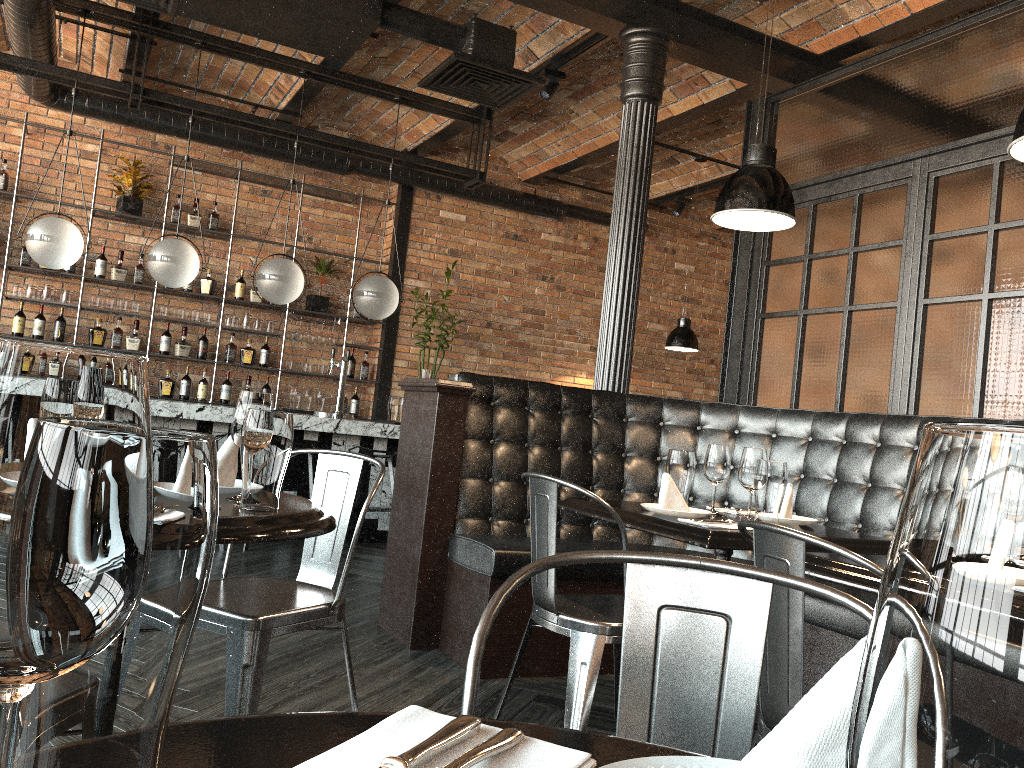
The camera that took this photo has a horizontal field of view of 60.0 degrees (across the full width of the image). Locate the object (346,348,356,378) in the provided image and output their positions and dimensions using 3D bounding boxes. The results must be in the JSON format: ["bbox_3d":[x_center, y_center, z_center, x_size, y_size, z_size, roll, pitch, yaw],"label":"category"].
[{"bbox_3d":[-1.546,-0.199,8.524,0.086,0.299,0.086,5,-3,22],"label":"object"}]

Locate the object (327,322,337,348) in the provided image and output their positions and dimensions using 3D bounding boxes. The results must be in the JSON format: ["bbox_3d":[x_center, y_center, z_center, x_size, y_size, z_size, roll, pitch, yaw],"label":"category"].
[{"bbox_3d":[-1.689,-0.458,8.344,0.092,0.244,0.092,6,-3,13],"label":"object"}]

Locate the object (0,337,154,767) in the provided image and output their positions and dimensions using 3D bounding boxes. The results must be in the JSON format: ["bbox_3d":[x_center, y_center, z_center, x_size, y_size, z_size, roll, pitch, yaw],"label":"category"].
[{"bbox_3d":[-0.198,0.106,0.353,0.092,0.244,0.092,5,-3,27],"label":"object"}]

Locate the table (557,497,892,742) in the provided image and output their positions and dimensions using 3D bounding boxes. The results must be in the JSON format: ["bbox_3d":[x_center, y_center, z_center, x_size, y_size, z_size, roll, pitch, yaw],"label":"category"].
[{"bbox_3d":[0.685,0.829,2.979,0.872,0.758,0.872,8,-3,-26],"label":"table"}]

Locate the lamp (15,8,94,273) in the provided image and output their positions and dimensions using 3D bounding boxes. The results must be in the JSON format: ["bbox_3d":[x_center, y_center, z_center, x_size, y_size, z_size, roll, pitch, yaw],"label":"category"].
[{"bbox_3d":[-2.909,-1.598,5.819,0.340,1.754,0.340,5,-3,19],"label":"lamp"}]

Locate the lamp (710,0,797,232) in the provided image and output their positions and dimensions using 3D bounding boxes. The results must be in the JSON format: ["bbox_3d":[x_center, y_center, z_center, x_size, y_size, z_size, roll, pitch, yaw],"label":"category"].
[{"bbox_3d":[0.925,-1.382,3.108,0.291,1.653,0.291,5,-3,18],"label":"lamp"}]

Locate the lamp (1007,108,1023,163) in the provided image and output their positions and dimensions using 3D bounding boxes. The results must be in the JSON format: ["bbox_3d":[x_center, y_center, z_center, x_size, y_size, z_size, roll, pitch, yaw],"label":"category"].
[{"bbox_3d":[1.419,-1.373,2.122,0.291,1.653,0.291,5,-3,18],"label":"lamp"}]

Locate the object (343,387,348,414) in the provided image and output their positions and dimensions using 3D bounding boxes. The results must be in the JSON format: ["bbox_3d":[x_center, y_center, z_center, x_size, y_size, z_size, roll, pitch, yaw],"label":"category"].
[{"bbox_3d":[-1.621,0.166,8.486,0.083,0.282,0.083,9,-4,-41],"label":"object"}]

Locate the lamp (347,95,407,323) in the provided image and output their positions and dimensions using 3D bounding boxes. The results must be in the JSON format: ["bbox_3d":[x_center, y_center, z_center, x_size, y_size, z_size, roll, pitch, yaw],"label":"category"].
[{"bbox_3d":[-0.959,-1.340,6.799,0.340,1.754,0.340,5,-3,19],"label":"lamp"}]

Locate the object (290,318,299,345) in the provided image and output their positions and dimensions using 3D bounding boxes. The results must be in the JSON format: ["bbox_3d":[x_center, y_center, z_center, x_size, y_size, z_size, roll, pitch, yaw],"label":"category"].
[{"bbox_3d":[-2.040,-0.496,8.352,0.092,0.244,0.092,6,-3,13],"label":"object"}]

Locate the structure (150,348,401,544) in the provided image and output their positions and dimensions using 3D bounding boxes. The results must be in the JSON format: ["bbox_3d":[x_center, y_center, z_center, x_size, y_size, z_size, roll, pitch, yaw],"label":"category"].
[{"bbox_3d":[-2.638,0.298,6.659,5.346,1.430,1.930,8,-3,-26],"label":"structure"}]

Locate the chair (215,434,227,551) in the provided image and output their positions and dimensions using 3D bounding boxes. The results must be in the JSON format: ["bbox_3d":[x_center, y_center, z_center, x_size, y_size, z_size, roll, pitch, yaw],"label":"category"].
[{"bbox_3d":[-2.089,0.662,5.697,0.475,0.737,0.414,8,-3,-31],"label":"chair"}]

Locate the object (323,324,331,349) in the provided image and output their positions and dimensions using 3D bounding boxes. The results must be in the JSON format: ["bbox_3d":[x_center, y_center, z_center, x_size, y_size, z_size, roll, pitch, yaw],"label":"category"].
[{"bbox_3d":[-1.763,-0.460,8.492,0.092,0.244,0.092,6,-3,13],"label":"object"}]

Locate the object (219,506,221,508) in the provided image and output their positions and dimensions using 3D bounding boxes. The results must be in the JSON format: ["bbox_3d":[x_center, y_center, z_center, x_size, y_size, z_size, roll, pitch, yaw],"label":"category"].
[{"bbox_3d":[-0.673,0.232,1.737,0.157,0.019,0.255,6,-3,4],"label":"object"}]

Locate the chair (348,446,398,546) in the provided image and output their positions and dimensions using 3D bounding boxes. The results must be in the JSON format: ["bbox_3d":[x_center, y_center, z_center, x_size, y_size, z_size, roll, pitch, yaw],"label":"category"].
[{"bbox_3d":[-1.022,0.803,6.233,0.475,0.737,0.414,8,-3,-31],"label":"chair"}]

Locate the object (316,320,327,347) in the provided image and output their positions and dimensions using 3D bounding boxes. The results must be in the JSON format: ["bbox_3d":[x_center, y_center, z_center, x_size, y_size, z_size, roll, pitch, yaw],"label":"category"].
[{"bbox_3d":[-1.781,-0.471,8.298,0.092,0.244,0.092,6,-3,13],"label":"object"}]

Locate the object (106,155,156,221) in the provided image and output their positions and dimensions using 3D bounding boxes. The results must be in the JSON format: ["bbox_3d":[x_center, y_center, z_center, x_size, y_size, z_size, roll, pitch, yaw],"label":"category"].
[{"bbox_3d":[-3.301,-1.696,7.668,0.425,0.526,0.430,7,-3,-24],"label":"object"}]

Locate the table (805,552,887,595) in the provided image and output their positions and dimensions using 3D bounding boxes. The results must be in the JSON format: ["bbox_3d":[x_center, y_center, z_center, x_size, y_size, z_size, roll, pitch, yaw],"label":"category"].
[{"bbox_3d":[1.180,0.837,1.992,0.872,0.758,0.872,8,-3,-26],"label":"table"}]

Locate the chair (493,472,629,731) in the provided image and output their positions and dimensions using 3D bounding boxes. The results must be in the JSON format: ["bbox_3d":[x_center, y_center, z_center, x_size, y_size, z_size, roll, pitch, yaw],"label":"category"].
[{"bbox_3d":[0.283,0.723,2.742,0.558,0.857,0.504,8,-3,-27],"label":"chair"}]

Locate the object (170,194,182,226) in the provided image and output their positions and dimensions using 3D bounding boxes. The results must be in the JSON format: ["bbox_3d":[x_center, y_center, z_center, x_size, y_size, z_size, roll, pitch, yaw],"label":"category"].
[{"bbox_3d":[-2.951,-1.529,7.804,0.083,0.282,0.083,8,-3,-26],"label":"object"}]

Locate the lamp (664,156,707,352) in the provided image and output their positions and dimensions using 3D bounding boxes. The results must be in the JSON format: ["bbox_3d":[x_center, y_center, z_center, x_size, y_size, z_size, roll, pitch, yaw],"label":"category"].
[{"bbox_3d":[1.521,-1.111,7.524,0.291,1.653,0.291,5,-3,18],"label":"lamp"}]

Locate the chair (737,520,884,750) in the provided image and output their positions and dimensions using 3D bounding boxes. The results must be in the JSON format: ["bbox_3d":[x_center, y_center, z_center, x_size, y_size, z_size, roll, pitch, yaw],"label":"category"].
[{"bbox_3d":[0.715,0.725,1.749,0.558,0.857,0.504,7,-3,-17],"label":"chair"}]

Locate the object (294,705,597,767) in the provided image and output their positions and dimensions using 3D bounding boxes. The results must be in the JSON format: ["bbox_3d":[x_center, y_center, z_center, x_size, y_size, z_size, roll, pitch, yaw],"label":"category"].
[{"bbox_3d":[-0.057,0.244,0.550,0.157,0.019,0.255,5,-3,24],"label":"object"}]

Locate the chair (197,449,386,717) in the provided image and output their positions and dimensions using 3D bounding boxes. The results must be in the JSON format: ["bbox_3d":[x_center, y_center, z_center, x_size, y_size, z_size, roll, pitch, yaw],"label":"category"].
[{"bbox_3d":[-0.687,0.603,2.439,0.504,0.857,0.558,5,-3,28],"label":"chair"}]

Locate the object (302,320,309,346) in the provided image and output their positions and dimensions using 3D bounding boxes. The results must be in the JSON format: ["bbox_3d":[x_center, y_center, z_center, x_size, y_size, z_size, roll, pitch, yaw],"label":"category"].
[{"bbox_3d":[-1.943,-0.484,8.401,0.092,0.244,0.092,6,-3,13],"label":"object"}]

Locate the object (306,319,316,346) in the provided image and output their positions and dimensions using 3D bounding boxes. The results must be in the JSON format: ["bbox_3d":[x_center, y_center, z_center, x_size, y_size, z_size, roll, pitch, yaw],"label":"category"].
[{"bbox_3d":[-1.869,-0.482,8.254,0.092,0.244,0.092,6,-3,13],"label":"object"}]

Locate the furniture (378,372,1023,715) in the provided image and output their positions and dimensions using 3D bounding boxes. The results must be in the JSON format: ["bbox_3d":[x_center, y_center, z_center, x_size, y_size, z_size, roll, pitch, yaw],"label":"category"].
[{"bbox_3d":[1.504,0.652,2.168,1.979,1.212,5.451,8,-3,-26],"label":"furniture"}]

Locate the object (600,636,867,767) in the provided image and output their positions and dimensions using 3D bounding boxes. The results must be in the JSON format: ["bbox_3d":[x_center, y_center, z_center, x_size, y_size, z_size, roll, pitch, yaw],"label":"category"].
[{"bbox_3d":[0.149,0.210,0.497,0.232,0.139,0.232,5,-3,18],"label":"object"}]

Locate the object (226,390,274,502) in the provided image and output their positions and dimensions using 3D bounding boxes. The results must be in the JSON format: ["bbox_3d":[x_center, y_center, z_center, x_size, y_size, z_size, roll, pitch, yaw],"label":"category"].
[{"bbox_3d":[-0.586,0.139,1.986,0.092,0.244,0.092,8,-3,-27],"label":"object"}]

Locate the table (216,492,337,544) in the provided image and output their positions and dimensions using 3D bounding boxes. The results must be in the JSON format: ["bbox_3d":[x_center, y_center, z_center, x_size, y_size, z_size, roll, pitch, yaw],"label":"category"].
[{"bbox_3d":[-0.864,0.612,1.942,0.866,0.758,0.866,5,-3,27],"label":"table"}]

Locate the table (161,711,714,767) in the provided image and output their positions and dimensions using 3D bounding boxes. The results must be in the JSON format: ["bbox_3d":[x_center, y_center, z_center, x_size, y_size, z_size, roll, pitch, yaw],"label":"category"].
[{"bbox_3d":[-0.041,0.625,0.302,0.866,0.758,0.866,5,-3,27],"label":"table"}]

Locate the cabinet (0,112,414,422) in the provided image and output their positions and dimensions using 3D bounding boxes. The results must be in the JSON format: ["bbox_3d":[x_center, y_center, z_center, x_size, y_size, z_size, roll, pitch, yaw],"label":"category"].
[{"bbox_3d":[-4.239,-0.975,7.119,7.075,3.779,0.564,8,-3,-26],"label":"cabinet"}]

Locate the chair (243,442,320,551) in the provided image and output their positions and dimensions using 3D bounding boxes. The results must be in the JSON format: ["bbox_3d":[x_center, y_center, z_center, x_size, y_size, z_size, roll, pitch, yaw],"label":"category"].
[{"bbox_3d":[-1.540,0.734,5.973,0.475,0.737,0.414,7,-3,-21],"label":"chair"}]

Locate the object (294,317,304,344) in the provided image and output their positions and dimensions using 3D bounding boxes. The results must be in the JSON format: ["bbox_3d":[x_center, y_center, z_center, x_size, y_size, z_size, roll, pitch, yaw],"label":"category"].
[{"bbox_3d":[-1.967,-0.495,8.205,0.092,0.244,0.092,6,-3,13],"label":"object"}]

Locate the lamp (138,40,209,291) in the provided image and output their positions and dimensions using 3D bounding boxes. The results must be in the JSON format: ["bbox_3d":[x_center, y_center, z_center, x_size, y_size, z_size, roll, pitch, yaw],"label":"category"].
[{"bbox_3d":[-2.259,-1.512,6.146,0.340,1.754,0.340,5,-3,19],"label":"lamp"}]

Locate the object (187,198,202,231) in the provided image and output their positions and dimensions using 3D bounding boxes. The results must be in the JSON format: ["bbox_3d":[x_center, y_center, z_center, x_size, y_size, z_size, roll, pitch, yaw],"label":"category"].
[{"bbox_3d":[-2.814,-1.509,7.875,0.123,0.279,0.123,7,-3,-23],"label":"object"}]

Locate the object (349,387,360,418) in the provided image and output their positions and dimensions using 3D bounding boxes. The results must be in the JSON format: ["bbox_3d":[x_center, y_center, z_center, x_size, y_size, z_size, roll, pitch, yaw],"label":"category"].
[{"bbox_3d":[-1.515,0.173,8.554,0.086,0.298,0.086,5,-3,22],"label":"object"}]

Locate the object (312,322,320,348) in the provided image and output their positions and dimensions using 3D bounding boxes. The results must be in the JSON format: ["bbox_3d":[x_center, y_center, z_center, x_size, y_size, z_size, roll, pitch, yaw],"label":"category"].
[{"bbox_3d":[-1.855,-0.472,8.445,0.092,0.244,0.092,6,-3,13],"label":"object"}]

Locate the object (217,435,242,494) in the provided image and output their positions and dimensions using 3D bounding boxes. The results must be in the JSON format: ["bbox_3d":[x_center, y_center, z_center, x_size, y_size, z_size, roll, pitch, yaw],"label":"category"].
[{"bbox_3d":[-0.711,0.192,2.137,0.232,0.139,0.232,5,-3,33],"label":"object"}]

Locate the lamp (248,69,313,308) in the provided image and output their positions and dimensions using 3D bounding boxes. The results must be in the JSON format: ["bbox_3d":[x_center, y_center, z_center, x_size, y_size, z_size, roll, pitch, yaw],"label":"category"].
[{"bbox_3d":[-1.609,-1.426,6.472,0.340,1.754,0.340,5,-3,19],"label":"lamp"}]

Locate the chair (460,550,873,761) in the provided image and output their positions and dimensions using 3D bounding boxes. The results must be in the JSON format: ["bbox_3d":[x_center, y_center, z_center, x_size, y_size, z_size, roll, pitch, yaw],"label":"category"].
[{"bbox_3d":[0.120,0.615,0.787,0.504,0.857,0.558,6,-3,13],"label":"chair"}]

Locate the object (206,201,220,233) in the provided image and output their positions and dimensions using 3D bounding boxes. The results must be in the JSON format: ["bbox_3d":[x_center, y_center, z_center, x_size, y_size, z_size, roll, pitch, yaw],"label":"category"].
[{"bbox_3d":[-2.673,-1.492,7.944,0.083,0.282,0.083,9,-4,-41],"label":"object"}]

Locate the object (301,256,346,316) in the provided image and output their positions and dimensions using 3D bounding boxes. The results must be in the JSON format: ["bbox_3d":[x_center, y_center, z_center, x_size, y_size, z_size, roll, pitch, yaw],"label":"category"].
[{"bbox_3d":[-1.786,-0.937,8.355,0.398,0.560,0.374,4,-3,36],"label":"object"}]

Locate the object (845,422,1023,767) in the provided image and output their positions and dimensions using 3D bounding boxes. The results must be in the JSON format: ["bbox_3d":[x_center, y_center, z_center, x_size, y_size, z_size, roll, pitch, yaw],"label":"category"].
[{"bbox_3d":[0.123,0.134,0.204,0.092,0.244,0.092,8,-3,-30],"label":"object"}]
